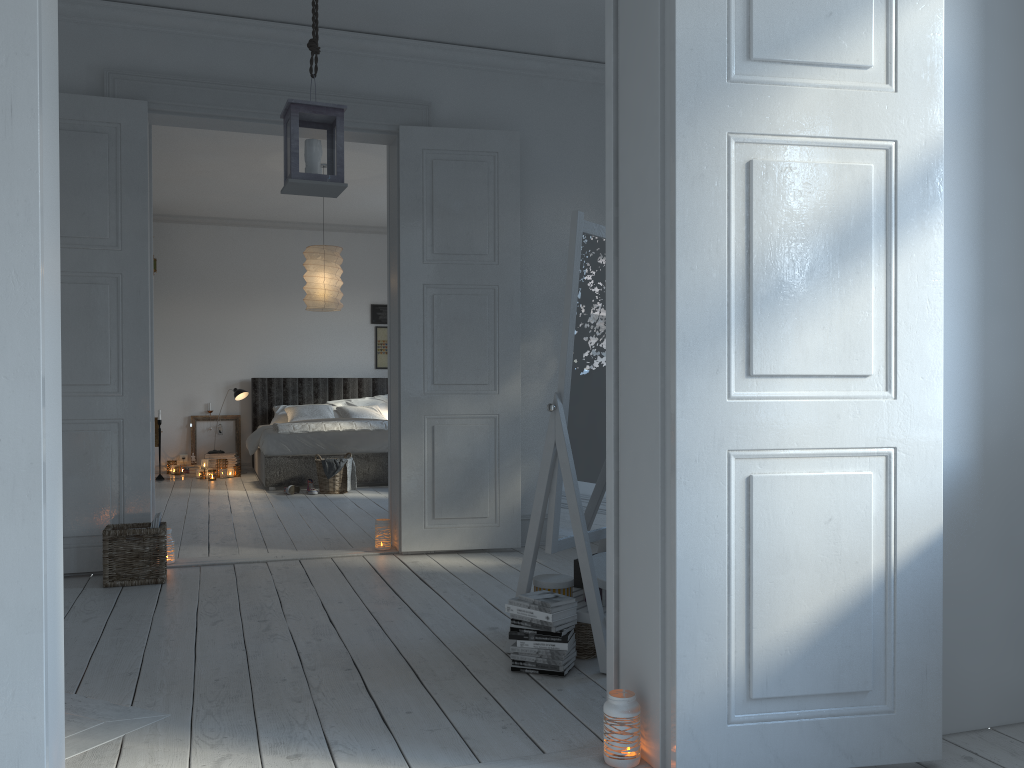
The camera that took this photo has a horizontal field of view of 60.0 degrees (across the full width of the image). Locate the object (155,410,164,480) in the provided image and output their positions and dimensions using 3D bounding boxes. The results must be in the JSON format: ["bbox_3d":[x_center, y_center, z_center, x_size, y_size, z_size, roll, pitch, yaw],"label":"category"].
[{"bbox_3d":[-3.595,0.616,9.048,0.091,0.718,0.091,0,1,-10],"label":"object"}]

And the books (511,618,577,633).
[{"bbox_3d":[0.105,0.772,2.884,0.177,0.016,0.128,0,0,38],"label":"books"}]

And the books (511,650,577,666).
[{"bbox_3d":[0.104,0.882,2.888,0.181,0.016,0.128,0,0,26],"label":"books"}]

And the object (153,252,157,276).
[{"bbox_3d":[-3.818,-1.304,9.392,0.105,0.505,0.117,0,1,45],"label":"object"}]

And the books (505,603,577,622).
[{"bbox_3d":[0.094,0.734,2.889,0.200,0.026,0.128,0,0,43],"label":"books"}]

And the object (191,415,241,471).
[{"bbox_3d":[-3.292,0.664,9.867,0.528,0.630,0.082,0,1,-19],"label":"object"}]

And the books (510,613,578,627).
[{"bbox_3d":[0.104,0.756,2.886,0.181,0.016,0.128,0,0,42],"label":"books"}]

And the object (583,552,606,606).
[{"bbox_3d":[0.352,0.670,3.054,0.207,0.159,0.241,0,0,-11],"label":"object"}]

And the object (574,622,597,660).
[{"bbox_3d":[0.205,0.860,3.090,0.295,0.140,0.185,0,0,43],"label":"object"}]

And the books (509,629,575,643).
[{"bbox_3d":[0.098,0.810,2.889,0.193,0.022,0.128,0,0,14],"label":"books"}]

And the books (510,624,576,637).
[{"bbox_3d":[0.101,0.789,2.881,0.178,0.016,0.128,0,0,24],"label":"books"}]

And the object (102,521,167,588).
[{"bbox_3d":[-1.795,0.809,4.230,0.270,0.265,0.224,0,0,-19],"label":"object"}]

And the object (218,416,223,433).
[{"bbox_3d":[-3.251,0.456,9.888,0.062,0.228,0.063,0,1,5],"label":"object"}]

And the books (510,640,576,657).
[{"bbox_3d":[0.103,0.853,2.888,0.187,0.017,0.132,0,0,18],"label":"books"}]

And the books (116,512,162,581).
[{"bbox_3d":[-1.782,0.776,4.233,0.201,0.300,0.179,0,0,-19],"label":"books"}]

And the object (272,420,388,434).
[{"bbox_3d":[-1.513,0.402,8.419,1.460,0.104,0.405,0,0,-19],"label":"object"}]

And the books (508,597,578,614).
[{"bbox_3d":[0.101,0.713,2.887,0.187,0.017,0.132,-1,0,44],"label":"books"}]

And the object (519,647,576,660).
[{"bbox_3d":[0.115,0.866,2.879,0.156,0.014,0.111,0,0,24],"label":"object"}]

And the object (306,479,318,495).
[{"bbox_3d":[-1.753,0.904,7.779,0.083,0.122,0.222,0,0,-19],"label":"object"}]

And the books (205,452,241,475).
[{"bbox_3d":[-3.128,0.861,9.595,0.346,0.232,0.245,0,0,-10],"label":"books"}]

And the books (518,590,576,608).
[{"bbox_3d":[0.113,0.697,2.878,0.111,0.014,0.156,0,0,-39],"label":"books"}]

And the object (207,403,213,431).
[{"bbox_3d":[-3.358,0.362,9.867,0.067,0.320,0.067,0,1,30],"label":"object"}]

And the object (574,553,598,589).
[{"bbox_3d":[0.339,0.699,3.294,0.155,0.103,0.165,0,0,36],"label":"object"}]

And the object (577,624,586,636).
[{"bbox_3d":[0.346,0.861,3.251,0.295,0.140,0.185,0,0,43],"label":"object"}]

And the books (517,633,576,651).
[{"bbox_3d":[0.113,0.833,2.887,0.167,0.022,0.128,0,0,15],"label":"books"}]

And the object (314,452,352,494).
[{"bbox_3d":[-1.579,0.788,7.842,0.319,0.351,0.319,0,0,13],"label":"object"}]

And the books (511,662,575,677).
[{"bbox_3d":[0.102,0.915,2.882,0.178,0.016,0.128,0,0,19],"label":"books"}]

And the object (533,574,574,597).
[{"bbox_3d":[0.144,0.712,3.085,0.142,0.074,0.142,0,0,-35],"label":"object"}]

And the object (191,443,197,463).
[{"bbox_3d":[-3.507,0.761,9.772,0.062,0.220,0.028,0,1,-24],"label":"object"}]

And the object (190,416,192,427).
[{"bbox_3d":[-3.546,0.409,9.787,0.024,0.127,0.023,-1,1,-35],"label":"object"}]

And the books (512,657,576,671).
[{"bbox_3d":[0.105,0.898,2.885,0.177,0.016,0.128,0,0,22],"label":"books"}]

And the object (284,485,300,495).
[{"bbox_3d":[-1.956,0.922,7.758,0.120,0.084,0.222,0,0,10],"label":"object"}]

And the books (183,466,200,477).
[{"bbox_3d":[-3.382,0.929,9.375,0.175,0.096,0.262,0,0,-24],"label":"books"}]
